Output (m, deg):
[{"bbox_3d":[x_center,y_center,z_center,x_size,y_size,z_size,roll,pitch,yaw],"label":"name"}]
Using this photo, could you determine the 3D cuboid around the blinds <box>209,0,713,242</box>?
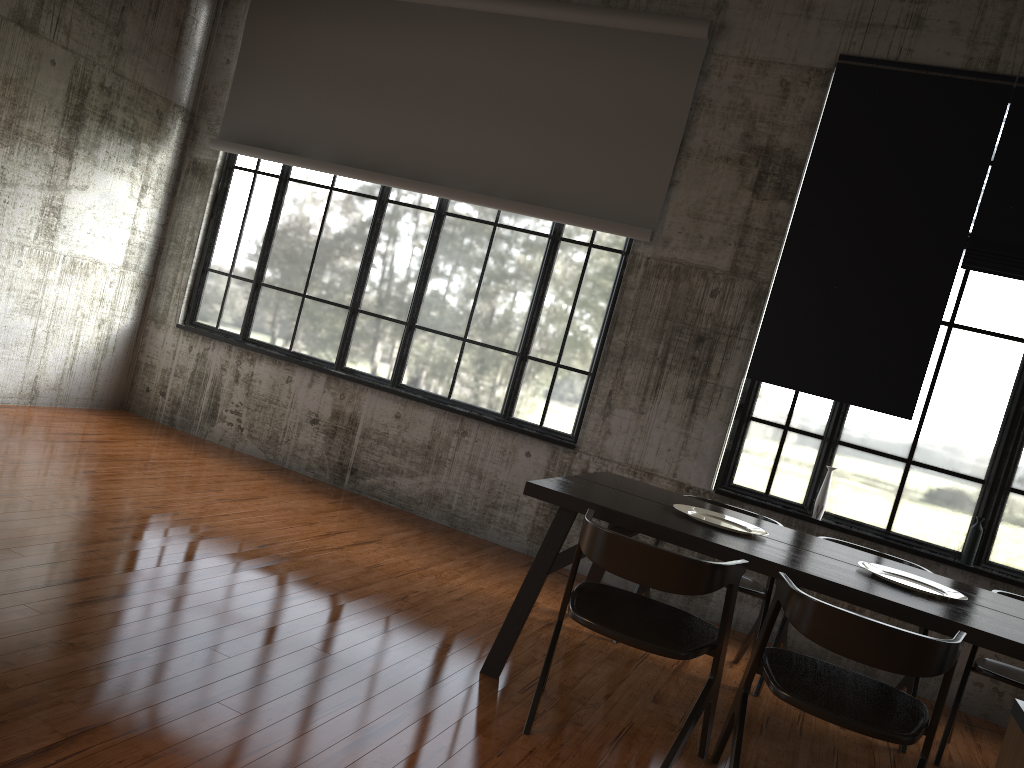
[{"bbox_3d":[-0.672,-2.553,7.744,4.452,1.779,0.137,16,4,20],"label":"blinds"}]

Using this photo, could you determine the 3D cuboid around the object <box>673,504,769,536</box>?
[{"bbox_3d":[1.134,0.749,4.836,0.524,0.025,0.528,17,2,31],"label":"object"}]

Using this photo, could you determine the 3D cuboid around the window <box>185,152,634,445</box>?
[{"bbox_3d":[-0.908,-1.649,8.003,4.292,3.442,0.050,16,4,20],"label":"window"}]

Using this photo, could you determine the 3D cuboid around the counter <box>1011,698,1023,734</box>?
[{"bbox_3d":[2.586,1.152,0.197,4.349,0.174,1.246,16,2,20],"label":"counter"}]

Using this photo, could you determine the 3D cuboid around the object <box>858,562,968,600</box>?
[{"bbox_3d":[2.022,1.005,4.494,0.524,0.025,0.528,17,2,31],"label":"object"}]

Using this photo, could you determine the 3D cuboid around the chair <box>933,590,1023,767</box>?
[{"bbox_3d":[2.993,1.792,5.077,0.875,0.995,0.770,16,3,20],"label":"chair"}]

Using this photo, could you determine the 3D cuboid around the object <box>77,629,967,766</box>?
[{"bbox_3d":[3.858,2.367,0.948,20.769,0.658,8.780,16,2,20],"label":"object"}]

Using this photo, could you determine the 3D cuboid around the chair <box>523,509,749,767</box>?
[{"bbox_3d":[0.553,1.163,4.048,0.875,0.995,0.770,16,3,21],"label":"chair"}]

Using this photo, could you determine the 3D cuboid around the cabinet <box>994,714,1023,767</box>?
[{"bbox_3d":[2.439,1.693,0.234,4.347,1.246,1.246,16,3,20],"label":"cabinet"}]

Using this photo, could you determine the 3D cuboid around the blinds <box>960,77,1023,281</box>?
[{"bbox_3d":[3.949,-1.339,6.063,1.251,1.400,0.052,16,4,20],"label":"blinds"}]

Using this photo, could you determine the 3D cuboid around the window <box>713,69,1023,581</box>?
[{"bbox_3d":[3.741,-0.311,6.211,3.800,3.442,0.050,16,4,20],"label":"window"}]

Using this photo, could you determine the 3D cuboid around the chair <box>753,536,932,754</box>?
[{"bbox_3d":[2.076,1.529,5.421,0.875,0.995,0.770,16,3,21],"label":"chair"}]

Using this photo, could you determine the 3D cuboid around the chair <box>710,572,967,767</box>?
[{"bbox_3d":[1.363,1.396,3.736,0.876,0.995,0.770,16,3,20],"label":"chair"}]

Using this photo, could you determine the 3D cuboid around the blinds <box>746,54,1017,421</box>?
[{"bbox_3d":[2.686,-1.113,6.553,1.212,2.539,0.034,17,4,20],"label":"blinds"}]

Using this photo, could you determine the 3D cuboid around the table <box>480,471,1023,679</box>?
[{"bbox_3d":[1.884,1.499,4.589,3.691,1.008,1.640,16,3,20],"label":"table"}]

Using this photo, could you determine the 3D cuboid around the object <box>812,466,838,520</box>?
[{"bbox_3d":[2.329,0.813,6.614,0.082,0.411,0.082,14,4,-19],"label":"object"}]

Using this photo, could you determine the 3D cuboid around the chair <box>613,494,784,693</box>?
[{"bbox_3d":[1.267,1.296,5.733,0.876,0.995,0.770,16,3,20],"label":"chair"}]

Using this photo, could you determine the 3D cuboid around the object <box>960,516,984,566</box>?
[{"bbox_3d":[3.253,1.110,6.253,0.081,0.352,0.080,12,5,-38],"label":"object"}]
